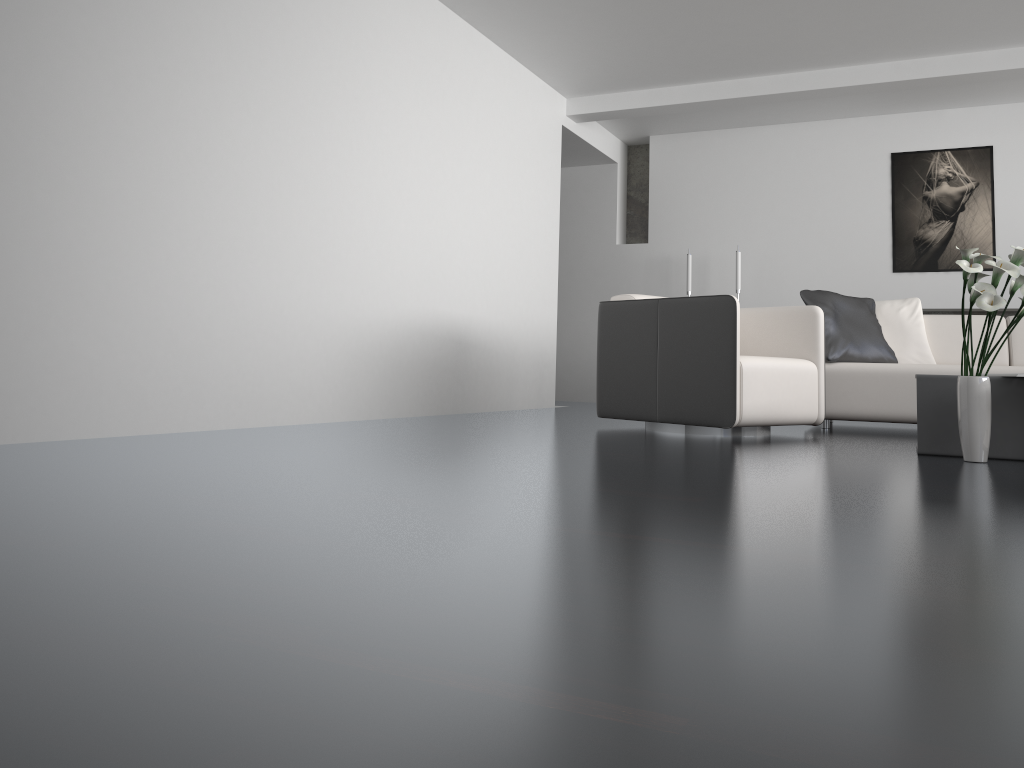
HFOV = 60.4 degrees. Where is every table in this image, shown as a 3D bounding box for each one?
[{"bbox_3d":[2.234,0.140,3.358,1.258,0.317,0.296,2,-2,24],"label":"table"}]

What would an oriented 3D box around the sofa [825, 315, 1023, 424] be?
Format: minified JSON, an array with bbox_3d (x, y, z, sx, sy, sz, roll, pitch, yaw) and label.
[{"bbox_3d":[2.889,-0.088,5.071,2.239,0.667,0.913,2,-1,23],"label":"sofa"}]

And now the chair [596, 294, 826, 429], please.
[{"bbox_3d":[1.011,-0.136,4.586,0.764,0.668,0.917,3,-2,-40],"label":"chair"}]

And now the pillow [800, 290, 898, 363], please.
[{"bbox_3d":[2.034,-0.340,5.283,0.564,0.454,0.276,2,-4,-20],"label":"pillow"}]

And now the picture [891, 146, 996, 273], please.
[{"bbox_3d":[3.474,-1.404,7.112,0.745,1.015,0.004,0,-6,25],"label":"picture"}]

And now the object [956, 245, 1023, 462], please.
[{"bbox_3d":[1.776,-0.114,3.180,0.378,0.805,0.442,1,-4,9],"label":"object"}]

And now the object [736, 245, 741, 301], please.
[{"bbox_3d":[1.904,-0.479,7.417,0.180,1.410,0.178,-1,-6,25],"label":"object"}]

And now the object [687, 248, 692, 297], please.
[{"bbox_3d":[1.545,-0.494,7.701,0.180,1.410,0.178,-1,-6,25],"label":"object"}]

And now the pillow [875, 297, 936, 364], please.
[{"bbox_3d":[2.282,-0.303,5.461,0.585,0.505,0.320,1,-4,15],"label":"pillow"}]

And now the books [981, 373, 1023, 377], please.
[{"bbox_3d":[2.158,-0.029,3.411,0.548,0.017,0.356,2,1,6],"label":"books"}]
